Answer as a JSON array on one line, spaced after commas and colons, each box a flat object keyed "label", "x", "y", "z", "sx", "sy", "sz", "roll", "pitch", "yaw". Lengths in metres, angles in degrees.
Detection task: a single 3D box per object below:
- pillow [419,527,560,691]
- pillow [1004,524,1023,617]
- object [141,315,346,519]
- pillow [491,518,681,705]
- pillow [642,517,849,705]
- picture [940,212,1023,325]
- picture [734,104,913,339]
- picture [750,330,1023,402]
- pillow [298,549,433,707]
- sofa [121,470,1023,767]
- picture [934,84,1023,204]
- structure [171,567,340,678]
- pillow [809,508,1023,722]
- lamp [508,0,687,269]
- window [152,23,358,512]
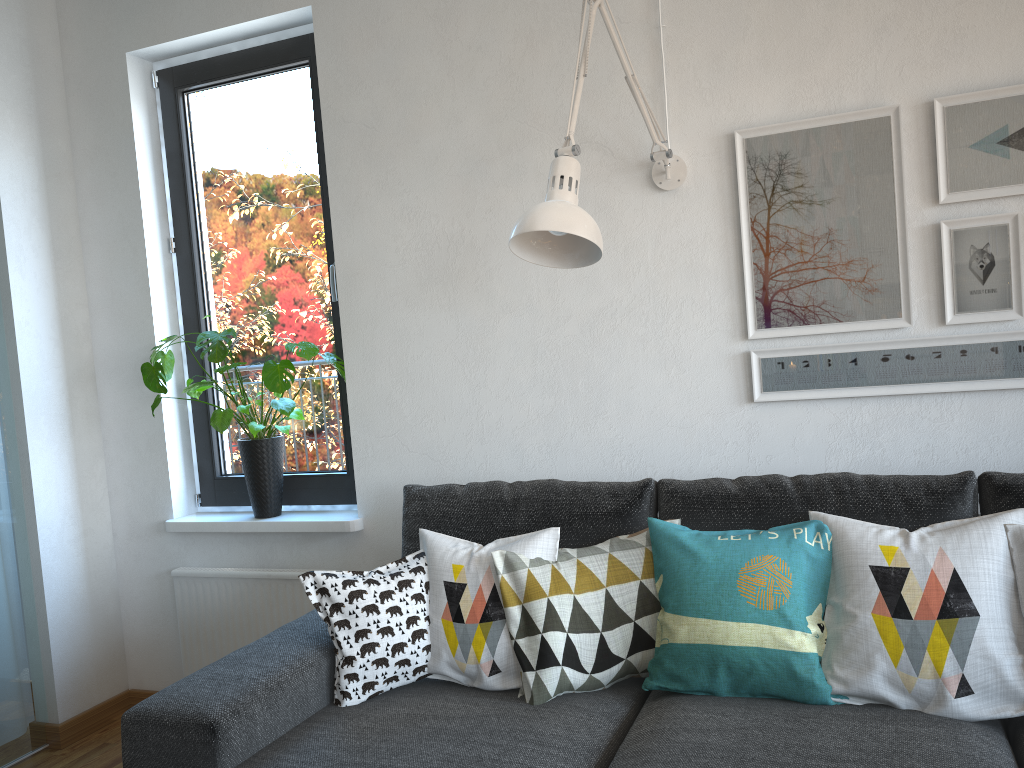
[{"label": "pillow", "x": -0.059, "y": 0.506, "z": 2.016, "sx": 0.360, "sy": 0.344, "sz": 0.172, "roll": -4, "pitch": 3, "yaw": 21}, {"label": "pillow", "x": 1.134, "y": 0.430, "z": 1.614, "sx": 0.382, "sy": 0.318, "sz": 0.265, "roll": -4, "pitch": 3, "yaw": 21}, {"label": "object", "x": -0.853, "y": 0.109, "z": 2.798, "sx": 0.657, "sy": 0.675, "sz": 0.447, "roll": -4, "pitch": 3, "yaw": 12}, {"label": "pillow", "x": 0.188, "y": 0.507, "z": 1.999, "sx": 0.454, "sy": 0.363, "sz": 0.242, "roll": -5, "pitch": 3, "yaw": -12}, {"label": "pillow", "x": 0.488, "y": 0.462, "z": 1.870, "sx": 0.414, "sy": 0.340, "sz": 0.272, "roll": -4, "pitch": 3, "yaw": 21}, {"label": "picture", "x": 1.111, "y": -0.271, "z": 2.097, "sx": 0.166, "sy": 0.248, "sz": 0.021, "roll": -4, "pitch": 3, "yaw": 21}, {"label": "picture", "x": 0.773, "y": -0.393, "z": 2.213, "sx": 0.390, "sy": 0.534, "sz": 0.013, "roll": -4, "pitch": 3, "yaw": 21}, {"label": "picture", "x": 1.015, "y": -0.047, "z": 2.154, "sx": 0.837, "sy": 0.136, "sz": 0.021, "roll": -4, "pitch": 3, "yaw": 21}, {"label": "pillow", "x": -0.292, "y": 0.553, "z": 2.014, "sx": 0.334, "sy": 0.320, "sz": 0.160, "roll": -6, "pitch": 3, "yaw": -33}, {"label": "sofa", "x": 0.415, "y": 0.680, "z": 1.228, "sx": 2.509, "sy": 0.848, "sz": 2.161, "roll": -4, "pitch": 3, "yaw": 21}, {"label": "picture", "x": 1.192, "y": -0.564, "z": 2.041, "sx": 0.390, "sy": 0.248, "sz": 0.021, "roll": -4, "pitch": 3, "yaw": 21}, {"label": "structure", "x": -0.742, "y": 0.828, "z": 2.867, "sx": 0.817, "sy": 0.460, "sz": 0.076, "roll": -4, "pitch": 3, "yaw": 19}, {"label": "pillow", "x": 0.816, "y": 0.455, "z": 1.745, "sx": 0.436, "sy": 0.369, "sz": 0.285, "roll": -4, "pitch": 3, "yaw": 21}, {"label": "lamp", "x": 0.196, "y": -0.601, "z": 2.076, "sx": 0.200, "sy": 0.670, "sz": 0.697, "roll": -3, "pitch": 3, "yaw": 31}, {"label": "window", "x": -0.961, "y": 1.296, "z": 16.896, "sx": 13.980, "sy": 18.385, "sz": 24.349, "roll": -3, "pitch": 3, "yaw": 28}]
